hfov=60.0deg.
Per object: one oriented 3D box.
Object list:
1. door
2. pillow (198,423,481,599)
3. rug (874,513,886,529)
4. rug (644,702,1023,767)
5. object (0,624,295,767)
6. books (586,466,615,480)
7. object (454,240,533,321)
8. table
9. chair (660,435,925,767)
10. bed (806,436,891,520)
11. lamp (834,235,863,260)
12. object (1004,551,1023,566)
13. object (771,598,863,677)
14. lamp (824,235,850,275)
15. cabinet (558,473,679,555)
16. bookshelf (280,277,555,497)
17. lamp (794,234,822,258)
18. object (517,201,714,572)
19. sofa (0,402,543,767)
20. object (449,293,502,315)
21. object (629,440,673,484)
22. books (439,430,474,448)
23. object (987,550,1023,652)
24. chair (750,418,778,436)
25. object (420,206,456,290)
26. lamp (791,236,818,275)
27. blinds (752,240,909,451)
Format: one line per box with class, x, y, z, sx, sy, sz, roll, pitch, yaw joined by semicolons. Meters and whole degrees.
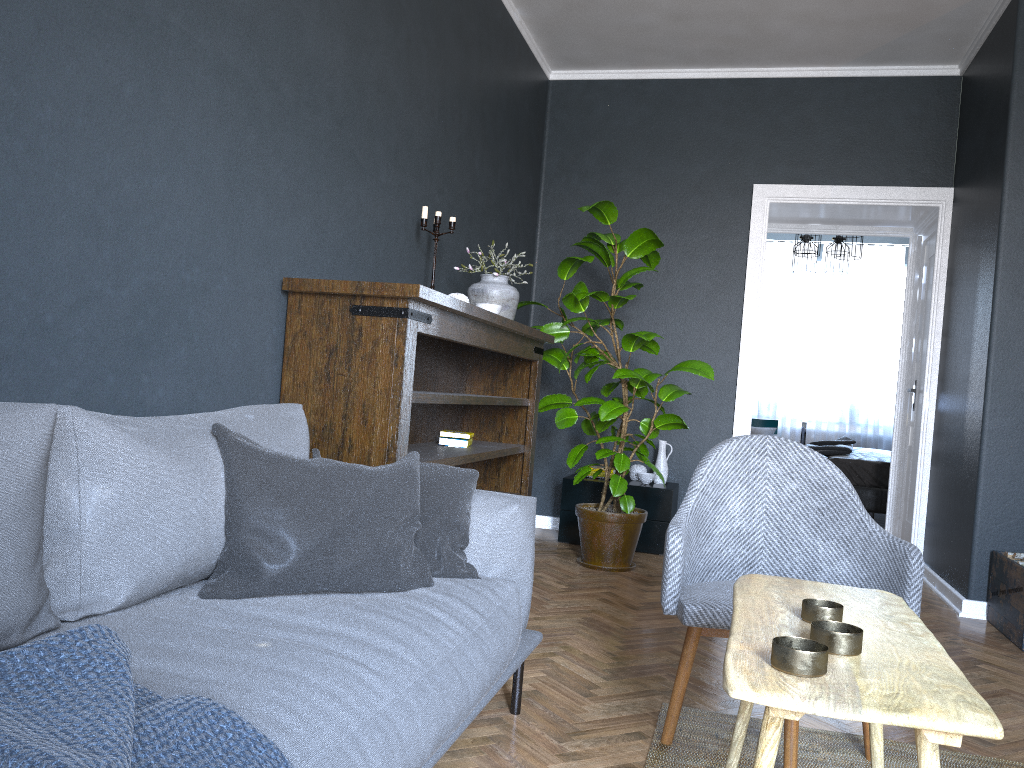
door;2.673;0.047;5.696;0.162;2.187;0.857;5;0;15
pillow;-0.389;0.286;2.075;0.442;0.362;0.798;5;0;33
rug;3.152;1.202;7.866;1.458;0.013;2.046;5;0;15
rug;0.668;0.947;1.500;1.003;0.013;2.012;5;0;15
object;-0.467;0.473;0.852;0.490;0.329;0.667;5;0;20
books;0.547;0.547;5.470;0.214;0.066;0.162;5;0;10
object;-0.086;-0.473;4.113;0.385;0.412;0.275;5;0;-7
table;0.491;0.658;1.411;0.339;0.550;0.788;5;0;15
chair;0.684;0.547;2.325;0.645;0.811;0.494;5;0;-7
bed;3.703;0.664;7.762;2.374;1.162;2.266;5;0;15
lamp;2.878;-1.448;7.513;0.210;0.769;0.210;5;0;28
object;2.325;0.859;3.774;0.369;0.247;0.533;5;0;15
object;0.453;0.363;1.285;0.103;0.033;0.369;4;0;25
lamp;3.126;-1.431;8.468;0.210;0.747;0.210;5;0;28
cabinet;0.657;0.783;5.404;0.650;0.390;0.456;5;0;15
bookshelf;-0.292;0.300;3.606;0.451;1.172;1.919;5;0;15
lamp;2.649;-1.496;7.874;0.210;0.714;0.210;5;0;28
object;0.474;0.013;4.717;1.118;1.899;0.764;5;0;9
sofa;-0.614;0.442;1.488;0.970;0.798;2.341;5;0;14
object;-0.165;-0.328;3.784;0.255;0.104;0.118;5;0;-20
object;0.818;0.466;5.400;0.229;0.268;0.228;5;0;-42
books;-0.230;0.270;3.960;0.174;0.113;0.197;5;0;4
object;2.314;0.935;3.775;0.383;0.326;0.552;5;0;15
chair;2.636;0.772;9.549;0.435;0.799;0.592;5;0;15
object;-0.334;-0.510;3.670;0.130;0.437;0.145;4;0;-39
lamp;2.747;-1.435;8.250;0.210;0.804;0.210;5;0;28
blinds;3.359;-0.170;9.798;3.991;2.789;0.312;5;0;15
